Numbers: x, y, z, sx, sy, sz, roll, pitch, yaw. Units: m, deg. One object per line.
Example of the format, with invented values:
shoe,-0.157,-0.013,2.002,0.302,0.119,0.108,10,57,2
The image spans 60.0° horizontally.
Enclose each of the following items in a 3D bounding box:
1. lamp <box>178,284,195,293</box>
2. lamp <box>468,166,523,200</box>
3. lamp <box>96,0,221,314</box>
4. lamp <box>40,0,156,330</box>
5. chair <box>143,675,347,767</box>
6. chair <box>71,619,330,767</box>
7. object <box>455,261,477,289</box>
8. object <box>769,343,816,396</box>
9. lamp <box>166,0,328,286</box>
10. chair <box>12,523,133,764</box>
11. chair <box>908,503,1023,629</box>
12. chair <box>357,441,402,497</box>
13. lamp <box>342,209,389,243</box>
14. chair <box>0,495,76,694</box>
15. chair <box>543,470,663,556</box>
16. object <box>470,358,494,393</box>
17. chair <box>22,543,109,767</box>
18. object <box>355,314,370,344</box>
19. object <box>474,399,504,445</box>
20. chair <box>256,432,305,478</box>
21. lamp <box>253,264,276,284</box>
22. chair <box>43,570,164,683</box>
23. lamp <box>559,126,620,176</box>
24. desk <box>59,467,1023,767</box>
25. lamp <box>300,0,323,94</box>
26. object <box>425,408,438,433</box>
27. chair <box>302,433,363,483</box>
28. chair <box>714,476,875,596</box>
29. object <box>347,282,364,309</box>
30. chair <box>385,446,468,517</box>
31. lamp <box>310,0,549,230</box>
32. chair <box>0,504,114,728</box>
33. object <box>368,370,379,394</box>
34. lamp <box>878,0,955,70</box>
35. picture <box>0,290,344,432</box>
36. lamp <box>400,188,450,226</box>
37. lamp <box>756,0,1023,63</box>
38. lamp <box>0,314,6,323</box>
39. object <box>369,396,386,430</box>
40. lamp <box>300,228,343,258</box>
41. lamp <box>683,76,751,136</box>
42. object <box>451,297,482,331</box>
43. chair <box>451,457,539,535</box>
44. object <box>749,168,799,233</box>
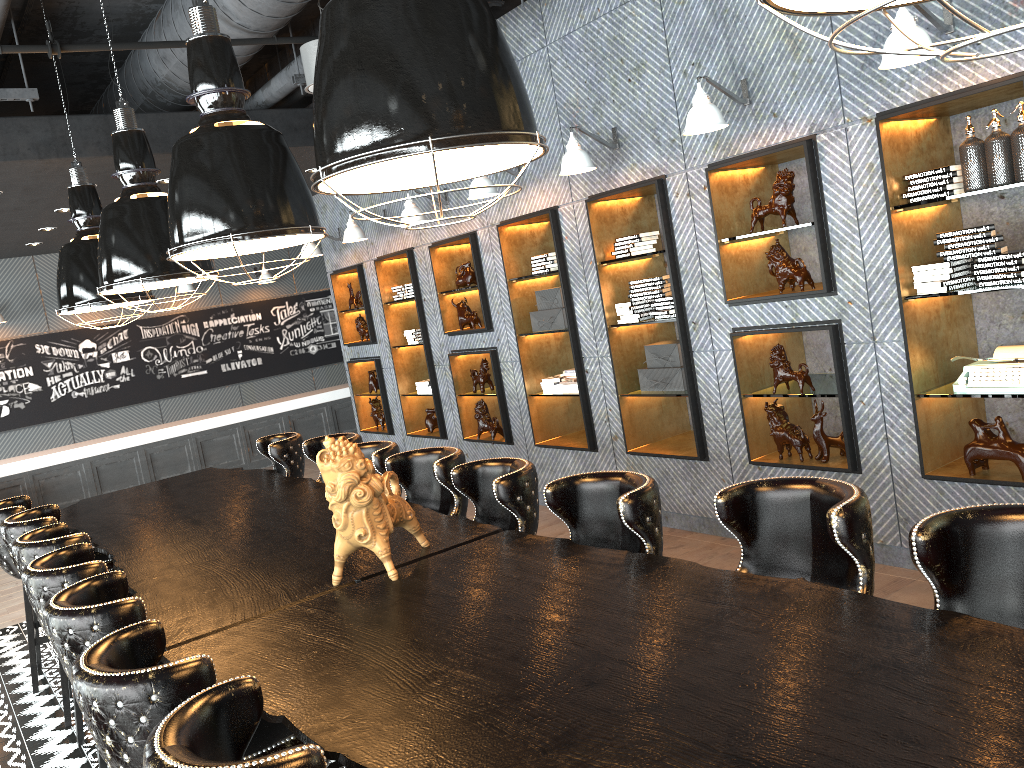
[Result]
lamp,-4.456,-1.393,12.076,0.244,0.287,0.490,-12,6,-18
lamp,-0.118,-1.548,6.562,0.490,0.287,0.244,-12,6,-18
lamp,-2.042,-1.518,4.610,0.621,2.300,0.622,-9,6,11
lamp,-2.871,-1.504,5.811,0.621,2.300,0.622,-9,6,11
chair,-0.365,1.174,1.858,0.569,1.091,0.504,-13,7,-30
chair,-0.776,1.186,2.409,0.569,1.091,0.504,-14,7,-36
object,-0.411,-0.951,7.742,0.139,0.222,0.278,-14,7,-34
object,1.593,-0.088,5.086,0.135,0.294,0.256,-13,6,-26
lamp,-1.212,-1.532,3.408,0.621,2.300,0.622,-9,6,11
chair,-1.950,1.194,4.225,0.569,1.091,0.504,-14,7,-37
chair,1.216,0.877,2.052,0.569,1.091,0.504,-15,8,-42
chair,-0.825,0.912,5.009,0.569,1.091,0.504,-15,8,-43
lamp,-1.395,-1.519,8.415,0.490,0.287,0.244,-12,6,-18
chair,-2.815,1.220,5.378,0.569,1.091,0.504,-13,6,-25
chair,0.325,0.908,3.196,0.569,1.091,0.504,-14,7,-32
object,-0.290,-0.076,7.886,0.143,0.306,0.317,-14,7,-39
chair,-1.575,1.193,3.629,0.569,1.091,0.504,-13,7,-31
object,-1.581,-0.602,9.560,0.155,0.329,0.236,-13,7,-29
object,-0.212,0.326,7.856,0.177,0.387,0.338,-13,6,-26
chair,-1.644,0.928,6.180,0.569,1.091,0.504,-13,6,-25
lamp,-3.548,-1.583,12.707,0.244,0.287,0.490,-12,6,-18
chair,-1.179,1.188,3.038,0.569,1.091,0.504,-13,7,-30
lamp,0.508,-1.516,5.669,0.490,0.287,0.244,-12,6,-18
desk,-0.440,1.138,3.183,1.435,0.926,7.593,-14,7,-34
lamp,-1.226,-2.413,5.639,0.380,1.044,0.382,-11,6,-8
object,-0.719,0.341,8.842,0.314,0.251,0.157,-12,6,-19
chair,-1.138,0.899,5.626,0.569,1.091,0.504,-14,7,-37
chair,0.846,0.875,2.667,0.569,1.091,0.504,-14,7,-32
object,-1.686,-0.958,9.523,0.097,0.290,0.290,-14,7,-35
chair,-0.425,0.905,4.429,0.569,1.091,0.504,-15,7,-39
lamp,-0.383,-1.546,2.207,0.621,2.300,0.622,-9,6,11
chair,-2.348,1.199,4.820,0.569,1.091,0.504,-13,6,-25
object,-1.471,-0.039,9.690,0.126,0.249,0.254,-7,7,31
lamp,1.785,-1.545,3.816,0.490,0.287,0.244,-12,6,-18
picture,-4.373,-0.472,12.461,12.479,1.102,0.200,-14,7,-34
lamp,-0.737,-1.513,7.467,0.490,0.287,0.244,-12,6,-18
lamp,0.446,-1.560,1.005,0.621,2.300,0.622,-9,6,11
lamp,-6.297,-0.876,10.795,0.244,0.287,0.490,-12,6,-18
object,-1.439,0.316,9.681,0.170,0.362,0.268,-15,8,-41
lamp,-2.009,-1.498,9.308,0.490,0.287,0.244,-12,6,-18
lamp,1.127,-1.525,4.773,0.490,0.287,0.244,-12,6,-18
object,-0.388,-0.617,7.799,0.154,0.309,0.324,-13,7,-29
chair,-0.090,0.911,3.834,0.569,1.091,0.504,-13,6,-26
object,1.477,-1.039,5.024,0.152,0.325,0.292,-14,7,-36
